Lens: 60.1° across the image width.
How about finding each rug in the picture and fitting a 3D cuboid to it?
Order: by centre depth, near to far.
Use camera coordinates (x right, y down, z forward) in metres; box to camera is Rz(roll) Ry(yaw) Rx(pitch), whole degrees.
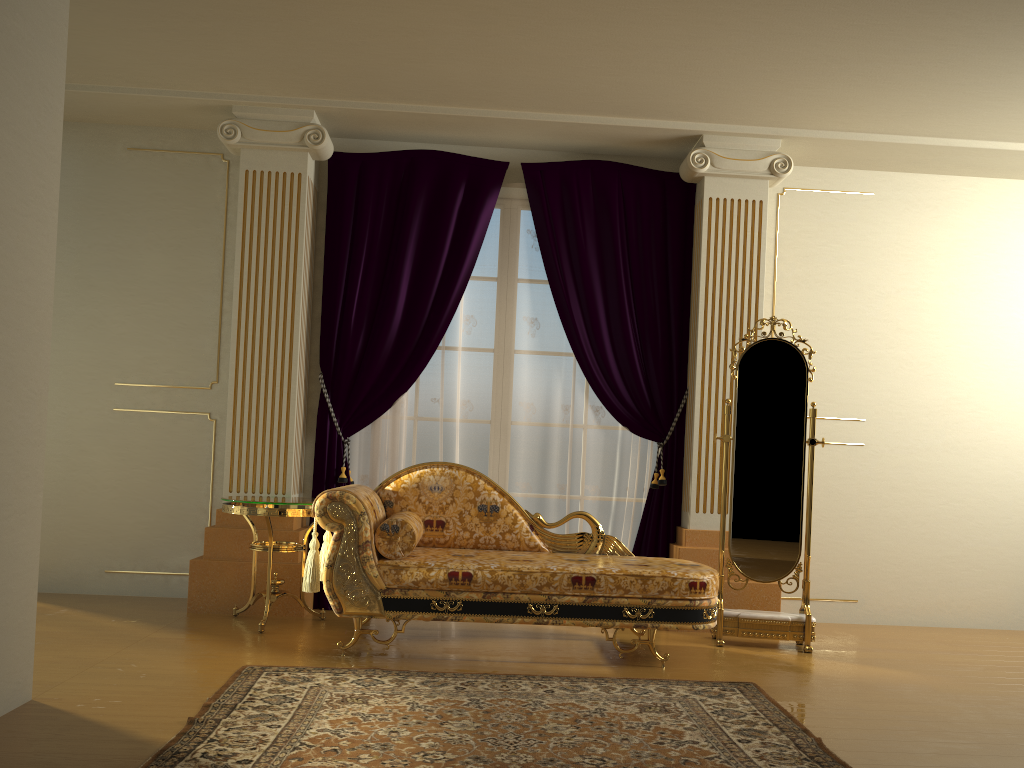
[{"bbox_3d":[0.028,1.067,2.131,2.117,0.017,3.088,3,-5,-2],"label":"rug"}]

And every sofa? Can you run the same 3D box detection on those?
[{"bbox_3d":[0.026,0.819,4.178,1.893,0.869,0.695,3,-2,-3],"label":"sofa"}]

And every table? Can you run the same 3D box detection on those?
[{"bbox_3d":[-1.204,0.909,4.523,0.571,0.641,0.573,0,-4,43],"label":"table"}]

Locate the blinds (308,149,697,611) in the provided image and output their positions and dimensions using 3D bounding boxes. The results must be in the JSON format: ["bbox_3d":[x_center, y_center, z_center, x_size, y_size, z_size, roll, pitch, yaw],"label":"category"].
[{"bbox_3d":[-0.045,0.013,5.153,2.235,2.648,0.339,3,-1,-2],"label":"blinds"}]

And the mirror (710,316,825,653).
[{"bbox_3d":[1.311,0.494,4.541,0.541,1.696,0.243,2,-1,8],"label":"mirror"}]
